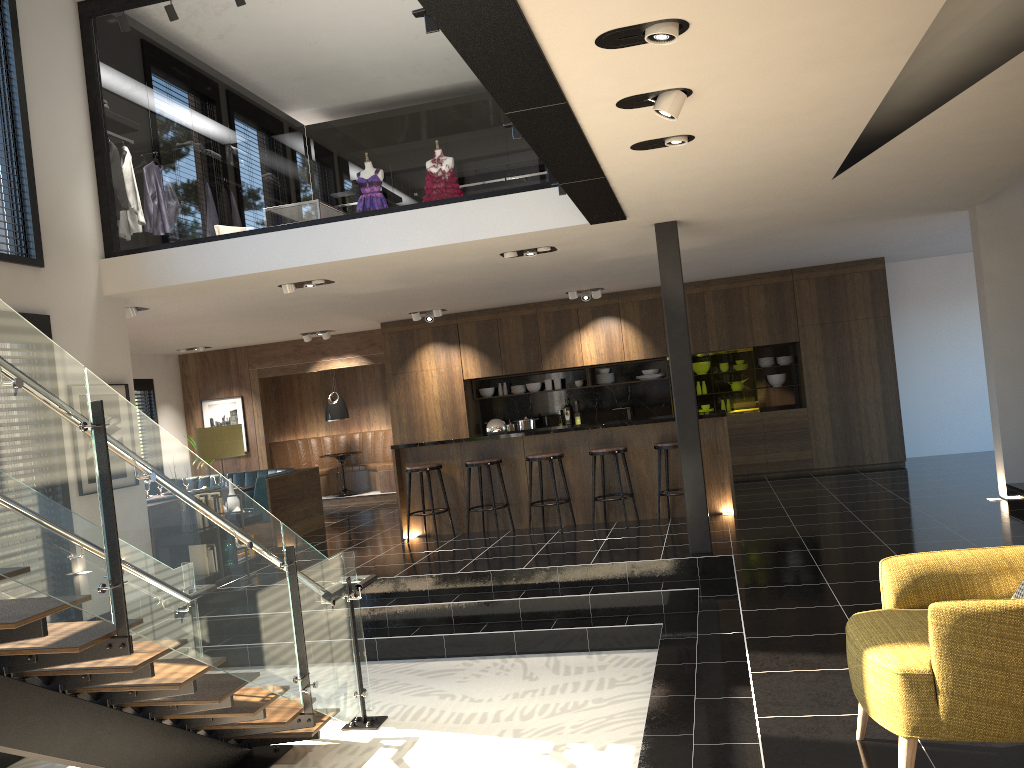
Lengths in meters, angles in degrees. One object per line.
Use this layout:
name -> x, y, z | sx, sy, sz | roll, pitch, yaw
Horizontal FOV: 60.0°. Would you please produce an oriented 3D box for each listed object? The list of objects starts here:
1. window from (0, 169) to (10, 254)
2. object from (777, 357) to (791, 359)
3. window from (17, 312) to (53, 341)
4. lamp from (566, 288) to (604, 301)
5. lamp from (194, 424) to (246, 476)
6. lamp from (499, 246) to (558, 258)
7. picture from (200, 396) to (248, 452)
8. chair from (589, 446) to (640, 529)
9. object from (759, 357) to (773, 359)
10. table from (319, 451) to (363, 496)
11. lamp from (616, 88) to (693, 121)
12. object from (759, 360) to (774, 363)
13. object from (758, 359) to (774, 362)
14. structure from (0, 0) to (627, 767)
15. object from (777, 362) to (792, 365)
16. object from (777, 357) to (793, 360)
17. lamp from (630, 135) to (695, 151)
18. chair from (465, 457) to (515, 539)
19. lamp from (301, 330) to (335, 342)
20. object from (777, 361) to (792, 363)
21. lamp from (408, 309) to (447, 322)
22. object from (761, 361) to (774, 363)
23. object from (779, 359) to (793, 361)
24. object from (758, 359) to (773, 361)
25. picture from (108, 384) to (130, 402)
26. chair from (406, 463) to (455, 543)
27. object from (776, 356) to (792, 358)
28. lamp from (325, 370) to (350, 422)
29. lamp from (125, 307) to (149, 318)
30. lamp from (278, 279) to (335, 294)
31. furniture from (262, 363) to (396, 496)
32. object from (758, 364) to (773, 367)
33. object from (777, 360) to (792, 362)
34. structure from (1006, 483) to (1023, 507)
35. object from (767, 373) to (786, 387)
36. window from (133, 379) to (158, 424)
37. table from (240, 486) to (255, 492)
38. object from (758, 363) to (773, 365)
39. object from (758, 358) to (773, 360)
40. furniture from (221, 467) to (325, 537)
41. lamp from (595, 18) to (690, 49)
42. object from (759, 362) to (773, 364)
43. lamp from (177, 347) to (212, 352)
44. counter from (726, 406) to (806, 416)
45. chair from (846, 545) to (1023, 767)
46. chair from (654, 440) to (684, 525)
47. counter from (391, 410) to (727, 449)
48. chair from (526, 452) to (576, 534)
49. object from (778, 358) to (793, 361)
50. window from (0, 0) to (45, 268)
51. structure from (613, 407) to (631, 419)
window -> -4.256, -2.126, 6.473 | 0.005, 2.297, 1.220 | -6, 0, 12
object -> 3.765, -0.349, 12.234 | 0.220, 0.033, 0.220 | -6, -1, -4
window -> -3.881, 0.704, 6.449 | 0.358, 2.475, 1.393 | -6, 0, 12
lamp -> 0.952, -1.228, 11.602 | 0.502, 0.280, 0.349 | -6, -1, 12
lamp -> -2.738, 1.120, 8.235 | 0.437, 1.445, 0.637 | -6, 0, 38
lamp -> 0.143, -1.236, 7.938 | 0.502, 0.194, 0.349 | -6, -1, 12
picture -> -4.665, 0.681, 14.370 | 0.748, 0.911, 0.028 | -6, 0, 12
chair -> 1.021, 1.051, 9.048 | 0.413, 0.799, 0.412 | -6, 0, 22
object -> 3.516, -0.346, 12.289 | 0.220, 0.033, 0.220 | -7, -1, 22
table -> -2.713, 1.443, 14.245 | 0.702, 0.644, 0.702 | -6, 0, -13
lamp -> 0.640, -1.301, 4.006 | 0.346, 0.247, 0.195 | -6, 0, 12
object -> 3.520, -0.301, 12.289 | 0.220, 0.033, 0.220 | -7, -1, 22
object -> 3.519, -0.312, 12.289 | 0.220, 0.033, 0.220 | -7, -1, 22
structure -> -1.169, 0.119, 3.539 | 3.448, 4.868, 7.278 | -6, -1, 12
object -> 3.773, -0.281, 12.234 | 0.220, 0.033, 0.220 | -6, -1, -4
object -> 3.766, -0.339, 12.234 | 0.220, 0.033, 0.220 | -6, -1, -4
lamp -> 0.801, -1.353, 4.764 | 0.346, 0.158, 0.195 | -6, -1, 12
chair -> -0.261, 1.194, 9.333 | 0.413, 0.799, 0.412 | -6, 0, 22
lamp -> -2.918, -0.785, 13.311 | 0.502, 0.280, 0.349 | -6, -1, 12
object -> 3.771, -0.294, 12.234 | 0.220, 0.033, 0.220 | -6, -1, -4
lamp -> -1.143, -0.988, 12.068 | 0.502, 0.294, 0.349 | -6, 0, 12
object -> 3.522, -0.288, 12.289 | 0.220, 0.033, 0.220 | -7, -1, 22
object -> 3.769, -0.316, 12.234 | 0.220, 0.033, 0.220 | -6, -1, -4
object -> 3.518, -0.321, 12.289 | 0.220, 0.033, 0.220 | -7, -1, 22
picture -> -3.479, 0.456, 7.572 | 0.028, 0.911, 0.748 | -6, 0, 12
chair -> -0.901, 1.266, 9.475 | 0.413, 0.799, 0.412 | -6, 0, 22
object -> 3.764, -0.362, 12.234 | 0.220, 0.033, 0.220 | -6, -1, -4
lamp -> -2.849, 0.101, 14.230 | 0.389, 0.974, 0.389 | -6, 0, -34
lamp -> -3.900, -0.758, 8.836 | 0.502, 0.248, 0.349 | -6, -1, 12
lamp -> -1.950, -0.984, 8.403 | 0.502, 0.231, 0.349 | -6, -1, 12
furniture -> -2.705, 0.630, 14.699 | 2.639, 2.335, 1.174 | -6, 0, 12
object -> 3.526, -0.253, 12.289 | 0.220, 0.033, 0.220 | -7, -1, 22
object -> 3.770, -0.305, 12.234 | 0.220, 0.033, 0.220 | -6, -1, -4
structure -> 4.582, -0.510, 4.595 | 1.964, 3.017, 6.660 | -6, -1, 12
object -> 3.668, -0.047, 12.272 | 0.264, 0.170, 0.264 | -6, -1, -13
window -> -5.789, 1.085, 13.150 | 0.312, 2.373, 1.505 | -6, 0, 12
table -> -3.941, 1.681, 10.874 | 1.539, 0.661, 0.822 | -6, -1, 12
object -> 3.524, -0.266, 12.289 | 0.220, 0.033, 0.220 | -7, -1, 22
object -> 3.517, -0.334, 12.289 | 0.220, 0.033, 0.220 | -7, -1, 22
furniture -> -3.883, 1.596, 11.138 | 2.610, 0.822, 1.364 | -6, -1, 12
lamp -> 0.470, -1.329, 3.249 | 0.346, 0.177, 0.195 | -6, 0, 12
object -> 3.523, -0.278, 12.289 | 0.220, 0.033, 0.220 | -7, -1, 22
lamp -> -4.934, -0.594, 13.758 | 0.502, 0.213, 0.349 | -6, -1, 12
counter -> 1.728, 0.558, 12.549 | 4.592, 0.005, 0.862 | -6, -1, 12
chair -> 1.644, 0.744, 2.938 | 1.031, 1.097, 0.807 | -6, 0, 11
chair -> 1.662, 0.980, 8.906 | 0.413, 0.799, 0.412 | -6, 0, 22
counter -> 0.489, 0.495, 9.608 | 3.574, 0.041, 0.698 | -6, -1, 12
chair -> 0.380, 1.123, 9.191 | 0.413, 0.799, 0.412 | -6, 0, 22
object -> 3.767, -0.329, 12.234 | 0.220, 0.033, 0.220 | -6, -1, -4
window -> -4.188, -2.134, 6.450 | 0.358, 2.475, 1.393 | -6, 0, 12
structure -> 1.543, 0.458, 12.443 | 0.243, 0.231, 0.173 | -6, 0, 12
